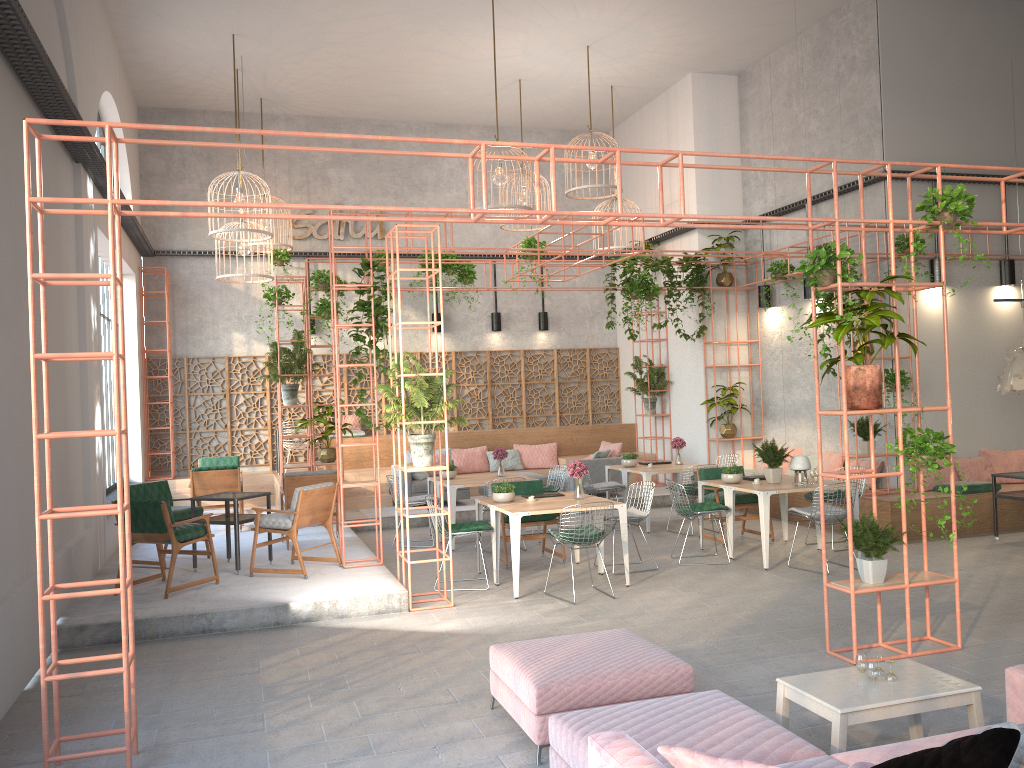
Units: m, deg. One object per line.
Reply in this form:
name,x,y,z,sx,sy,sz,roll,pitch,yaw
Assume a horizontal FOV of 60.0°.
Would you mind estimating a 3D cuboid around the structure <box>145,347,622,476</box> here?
structure,-1.748,0.438,17.006,9.782,2.103,0.132,-2,-1,-17

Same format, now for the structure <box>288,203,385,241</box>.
structure,-3.276,-3.036,16.604,1.807,0.695,0.087,-2,-1,-17

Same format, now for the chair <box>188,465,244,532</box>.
chair,-4.195,1.622,12.601,0.722,0.929,0.685,-2,-1,-17

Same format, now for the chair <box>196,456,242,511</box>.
chair,-4.774,1.666,14.476,0.722,0.929,0.685,-2,-1,-17

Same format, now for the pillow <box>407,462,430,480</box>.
pillow,-1.524,1.432,14.648,0.307,0.324,0.499,-2,-1,18

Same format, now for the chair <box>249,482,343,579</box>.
chair,-2.266,1.517,9.331,0.685,0.914,0.722,-2,-1,23

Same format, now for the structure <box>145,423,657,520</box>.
structure,-1.499,1.459,15.311,9.152,1.111,3.396,-2,-1,-17

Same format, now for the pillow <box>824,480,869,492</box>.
pillow,4.489,1.400,12.158,0.491,0.149,0.637,-2,-1,-16

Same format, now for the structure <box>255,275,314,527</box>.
structure,-3.300,0.249,12.807,0.722,3.623,0.748,-2,-1,-17

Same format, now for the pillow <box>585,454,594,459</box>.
pillow,1.370,1.316,15.391,0.441,0.317,0.479,-2,-1,-36

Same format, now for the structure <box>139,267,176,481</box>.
structure,-6.075,-0.176,15.205,0.424,3.591,0.624,-2,-1,-17

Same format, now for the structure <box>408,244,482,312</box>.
structure,-1.252,-1.956,16.322,1.434,1.290,0.670,-2,-1,-17

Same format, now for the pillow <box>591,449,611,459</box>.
pillow,1.451,1.289,14.944,0.308,0.349,0.495,-3,-1,32

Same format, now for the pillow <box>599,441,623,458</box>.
pillow,1.658,1.240,15.358,0.273,0.476,0.836,-2,-1,-17

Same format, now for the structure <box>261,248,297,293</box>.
structure,-4.074,-2.017,15.500,0.605,0.972,0.587,-2,-1,-19

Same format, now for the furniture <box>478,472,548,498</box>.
furniture,0.011,1.723,14.840,0.975,0.446,0.941,-2,-1,-17

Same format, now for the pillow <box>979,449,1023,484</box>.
pillow,6.880,1.123,12.165,0.839,0.474,0.276,-2,-1,3

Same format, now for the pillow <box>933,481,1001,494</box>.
pillow,5.879,1.338,11.453,0.637,0.149,0.491,-2,-1,-16

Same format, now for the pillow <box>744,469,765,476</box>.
pillow,3.879,1.446,14.131,0.491,0.149,0.637,-2,-1,-16

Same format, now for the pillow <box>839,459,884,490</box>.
pillow,4.847,1.250,12.343,0.289,0.385,0.666,-2,-1,-22

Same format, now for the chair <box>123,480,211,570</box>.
chair,-3.985,1.591,10.157,0.685,0.917,0.722,-2,-1,23

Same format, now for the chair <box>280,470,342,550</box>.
chair,-2.522,1.541,11.134,0.722,0.929,0.685,-2,-1,-17

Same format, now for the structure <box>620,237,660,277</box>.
structure,2.371,-2.276,16.285,0.903,0.803,0.934,-3,-1,44

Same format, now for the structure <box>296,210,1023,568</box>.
structure,4.160,-0.410,13.220,14.096,4.345,4.501,-2,-1,-18

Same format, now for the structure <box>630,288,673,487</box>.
structure,2.575,0.064,16.366,0.424,3.596,0.624,-2,-1,-17

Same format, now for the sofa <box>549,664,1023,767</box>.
sofa,1.366,1.634,3.706,2.219,0.672,1.960,-2,-1,-17

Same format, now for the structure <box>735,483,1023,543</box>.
structure,6.732,1.630,13.699,5.831,0.500,4.386,-2,-1,-17

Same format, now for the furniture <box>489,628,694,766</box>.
furniture,0.448,1.796,5.288,0.976,0.446,0.941,-2,-1,-17

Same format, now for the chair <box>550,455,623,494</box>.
chair,1.314,1.563,15.133,1.052,0.672,1.127,-2,-1,-17

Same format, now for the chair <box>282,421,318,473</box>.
chair,-3.361,1.048,13.996,0.565,0.941,0.717,-2,-1,-9

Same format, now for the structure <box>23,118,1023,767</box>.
structure,4.892,0.031,5.532,14.689,4.247,4.157,-2,-1,-17

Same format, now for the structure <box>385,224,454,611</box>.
structure,-0.903,0.308,8.582,0.424,3.602,0.624,-2,-1,-17

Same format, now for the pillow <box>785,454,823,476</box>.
pillow,4.468,1.278,13.567,0.289,0.385,0.666,-2,-1,-22

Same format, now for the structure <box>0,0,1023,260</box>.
structure,2.959,-2.704,10.505,15.203,0.110,15.603,-2,-1,-17

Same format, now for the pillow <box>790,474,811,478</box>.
pillow,4.188,1.423,13.130,0.491,0.149,0.637,-2,-1,-16

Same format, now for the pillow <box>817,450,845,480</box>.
pillow,4.634,1.217,12.952,0.276,0.474,0.839,-2,-1,3

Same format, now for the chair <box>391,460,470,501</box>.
chair,-1.365,1.618,14.730,1.127,0.586,1.056,-2,-1,-17

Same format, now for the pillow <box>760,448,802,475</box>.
pillow,4.297,1.244,14.188,0.276,0.474,0.839,-2,-1,-27

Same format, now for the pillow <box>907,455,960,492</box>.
pillow,5.644,1.167,11.827,0.839,0.474,0.276,-2,-1,-27

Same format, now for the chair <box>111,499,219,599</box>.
chair,-3.392,1.553,8.664,0.722,0.914,0.685,-2,-1,23

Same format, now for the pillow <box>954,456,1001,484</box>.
pillow,6.266,1.191,11.997,0.666,0.385,0.289,-2,-1,-22

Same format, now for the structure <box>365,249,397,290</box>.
structure,-2.367,-2.076,16.030,0.605,0.972,0.587,-2,-1,-19
